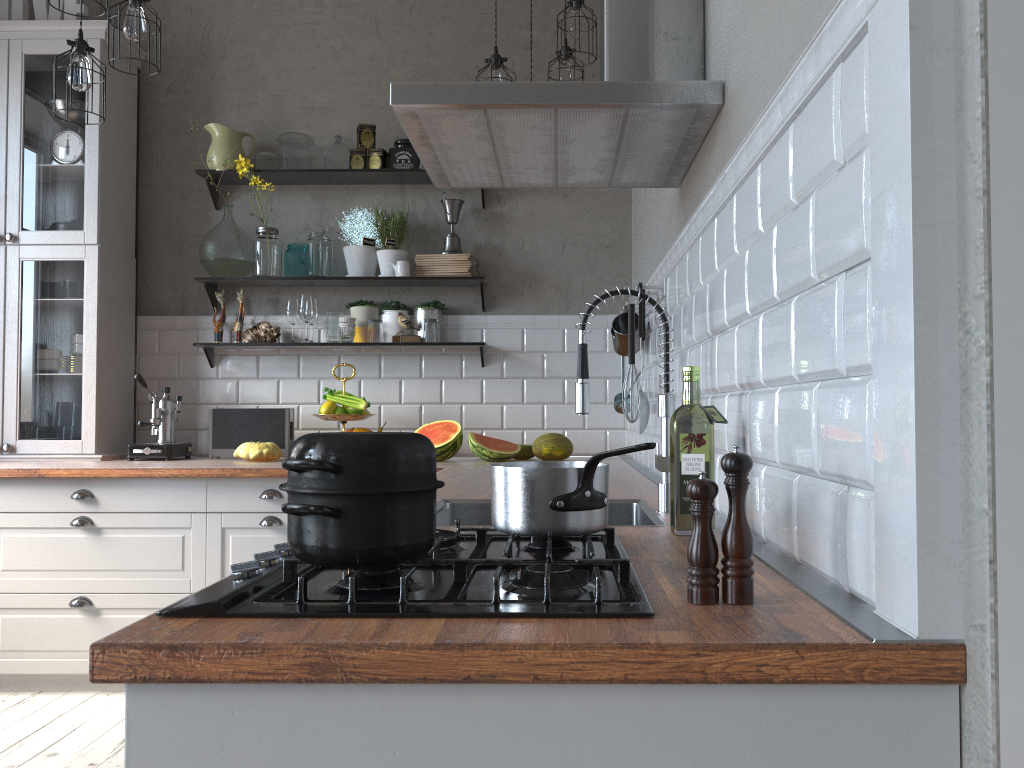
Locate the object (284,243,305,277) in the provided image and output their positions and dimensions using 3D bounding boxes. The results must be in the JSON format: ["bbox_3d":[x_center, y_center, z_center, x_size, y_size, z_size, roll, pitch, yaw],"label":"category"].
[{"bbox_3d":[-0.999,-0.563,4.136,0.125,0.172,0.126,0,-2,5],"label":"object"}]

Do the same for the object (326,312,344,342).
[{"bbox_3d":[-0.810,-0.254,4.045,0.080,0.139,0.077,1,-2,-26],"label":"object"}]

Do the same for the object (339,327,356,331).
[{"bbox_3d":[-0.744,-0.229,4.001,0.077,0.051,0.077,0,-2,-5],"label":"object"}]

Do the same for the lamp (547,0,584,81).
[{"bbox_3d":[0.216,-1.976,3.590,0.143,1.735,0.150,-2,-3,44],"label":"lamp"}]

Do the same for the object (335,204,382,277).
[{"bbox_3d":[-0.689,-0.656,4.136,0.241,0.354,0.237,-1,-2,19],"label":"object"}]

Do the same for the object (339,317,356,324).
[{"bbox_3d":[-0.744,-0.271,4.002,0.078,0.051,0.076,0,-2,-13],"label":"object"}]

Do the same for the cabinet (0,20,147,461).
[{"bbox_3d":[-2.167,-0.601,3.981,0.879,1.921,0.388,0,-2,1],"label":"cabinet"}]

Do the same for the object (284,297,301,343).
[{"bbox_3d":[-1.015,-0.290,4.110,0.082,0.217,0.081,0,-2,-12],"label":"object"}]

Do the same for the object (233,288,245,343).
[{"bbox_3d":[-1.255,-0.311,4.097,0.052,0.264,0.063,-1,-2,38],"label":"object"}]

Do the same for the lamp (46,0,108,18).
[{"bbox_3d":[-1.228,-1.932,2.529,0.150,1.735,0.143,2,-2,-41],"label":"lamp"}]

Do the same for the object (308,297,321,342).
[{"bbox_3d":[-0.929,-0.290,4.104,0.082,0.217,0.081,0,-2,-12],"label":"object"}]

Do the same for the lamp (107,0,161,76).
[{"bbox_3d":[-1.199,-1.872,2.841,0.148,1.735,0.145,0,-2,-11],"label":"lamp"}]

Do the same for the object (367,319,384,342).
[{"bbox_3d":[-0.625,-0.239,4.055,0.078,0.108,0.077,0,-2,-5],"label":"object"}]

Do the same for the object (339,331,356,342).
[{"bbox_3d":[-0.744,-0.212,4.000,0.077,0.051,0.077,0,-2,-5],"label":"object"}]

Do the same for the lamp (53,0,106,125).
[{"bbox_3d":[-1.374,-1.713,2.841,0.149,1.735,0.144,1,-2,-31],"label":"lamp"}]

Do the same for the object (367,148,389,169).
[{"bbox_3d":[-0.618,-1.019,4.088,0.082,0.113,0.083,0,-2,12],"label":"object"}]

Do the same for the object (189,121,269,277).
[{"bbox_3d":[-1.320,-0.819,4.048,0.340,0.674,0.331,1,-2,-30],"label":"object"}]

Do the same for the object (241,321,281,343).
[{"bbox_3d":[-1.153,-0.237,4.069,0.179,0.111,0.095,1,-2,-21],"label":"object"}]

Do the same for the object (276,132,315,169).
[{"bbox_3d":[-1.004,-1.053,4.103,0.168,0.184,0.176,-2,-2,41],"label":"object"}]

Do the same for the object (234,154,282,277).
[{"bbox_3d":[-1.148,-0.753,3.999,0.192,0.540,0.279,0,-2,-6],"label":"object"}]

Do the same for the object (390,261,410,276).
[{"bbox_3d":[-0.496,-0.519,4.014,0.104,0.071,0.064,-1,-2,32],"label":"object"}]

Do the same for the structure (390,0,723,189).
[{"bbox_3d":[0.112,-1.381,2.272,0.712,1.595,0.712,0,-2,2],"label":"structure"}]

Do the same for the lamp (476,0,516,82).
[{"bbox_3d":[-0.061,-1.854,3.349,0.144,1.735,0.149,-1,-2,34],"label":"lamp"}]

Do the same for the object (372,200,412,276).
[{"bbox_3d":[-0.559,-0.669,4.083,0.188,0.380,0.166,1,-2,-37],"label":"object"}]

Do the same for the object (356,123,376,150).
[{"bbox_3d":[-0.672,-1.131,4.083,0.084,0.113,0.081,1,-2,-18],"label":"object"}]

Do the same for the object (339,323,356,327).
[{"bbox_3d":[-0.744,-0.246,4.001,0.076,0.051,0.078,-1,-2,20],"label":"object"}]

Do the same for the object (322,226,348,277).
[{"bbox_3d":[-0.849,-0.607,4.197,0.131,0.264,0.132,0,-2,7],"label":"object"}]

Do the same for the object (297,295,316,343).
[{"bbox_3d":[-0.931,-0.293,4.015,0.082,0.217,0.081,0,-2,-12],"label":"object"}]

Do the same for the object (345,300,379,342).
[{"bbox_3d":[-0.701,-0.291,4.128,0.159,0.217,0.154,1,-2,-19],"label":"object"}]

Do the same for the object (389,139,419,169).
[{"bbox_3d":[-0.493,-1.048,4.137,0.142,0.174,0.142,0,-2,2],"label":"object"}]

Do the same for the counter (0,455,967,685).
[{"bbox_3d":[-1.091,0.302,2.481,3.159,0.039,3.393,0,-2,2],"label":"counter"}]

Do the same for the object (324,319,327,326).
[{"bbox_3d":[-0.836,-0.257,4.121,0.077,0.083,0.079,-1,-2,19],"label":"object"}]

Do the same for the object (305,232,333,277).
[{"bbox_3d":[-0.880,-0.583,4.046,0.123,0.206,0.127,-1,-2,24],"label":"object"}]

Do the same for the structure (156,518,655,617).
[{"bbox_3d":[-0.091,0.225,1.176,0.496,0.031,0.606,0,-2,2],"label":"structure"}]

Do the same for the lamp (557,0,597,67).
[{"bbox_3d":[0.249,-2.110,3.424,0.149,1.735,0.144,1,-2,-26],"label":"lamp"}]

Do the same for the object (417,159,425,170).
[{"bbox_3d":[-0.386,-1.013,4.037,0.093,0.096,0.075,0,-2,2],"label":"object"}]

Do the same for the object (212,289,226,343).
[{"bbox_3d":[-1.360,-0.310,4.114,0.054,0.264,0.060,1,-2,-27],"label":"object"}]

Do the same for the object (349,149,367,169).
[{"bbox_3d":[-0.705,-1.019,4.092,0.083,0.113,0.083,0,-2,2],"label":"object"}]

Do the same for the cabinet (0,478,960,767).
[{"bbox_3d":[-0.631,0.716,2.611,2.030,0.854,4.106,2,-3,-42],"label":"cabinet"}]

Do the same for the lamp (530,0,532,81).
[{"bbox_3d":[0.075,-1.727,3.477,0.149,1.735,0.144,1,-2,-26],"label":"lamp"}]

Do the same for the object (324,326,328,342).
[{"bbox_3d":[-0.836,-0.224,4.120,0.077,0.083,0.079,-1,-2,19],"label":"object"}]

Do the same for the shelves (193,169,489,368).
[{"bbox_3d":[-0.772,-0.507,4.102,1.316,0.923,0.229,0,-2,1],"label":"shelves"}]

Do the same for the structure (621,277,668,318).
[{"bbox_3d":[0.435,-0.263,3.095,0.094,0.053,1.087,0,-2,3],"label":"structure"}]

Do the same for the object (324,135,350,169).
[{"bbox_3d":[-0.820,-1.068,4.196,0.143,0.220,0.137,1,-2,-39],"label":"object"}]
